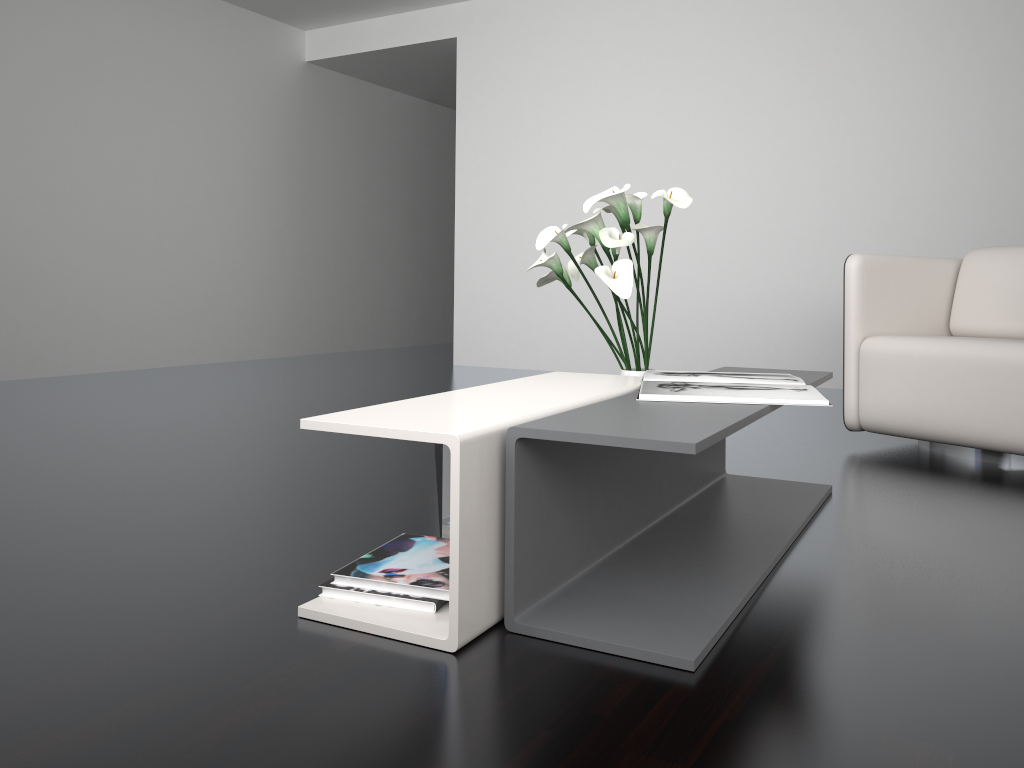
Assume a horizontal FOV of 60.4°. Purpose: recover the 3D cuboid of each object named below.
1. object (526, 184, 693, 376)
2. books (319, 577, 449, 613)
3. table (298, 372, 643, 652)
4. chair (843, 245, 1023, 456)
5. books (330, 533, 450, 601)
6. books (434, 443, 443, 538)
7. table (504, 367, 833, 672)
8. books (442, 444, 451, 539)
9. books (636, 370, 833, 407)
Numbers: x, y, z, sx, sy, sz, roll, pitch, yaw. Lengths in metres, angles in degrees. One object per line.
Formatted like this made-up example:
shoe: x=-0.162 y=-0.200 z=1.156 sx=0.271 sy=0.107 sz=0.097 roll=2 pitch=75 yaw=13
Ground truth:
object: x=0.252 y=-0.122 z=2.323 sx=0.447 sy=0.797 sz=0.378 roll=1 pitch=1 yaw=13
books: x=-0.174 y=0.333 z=1.538 sx=0.213 sy=0.017 sz=0.264 roll=3 pitch=7 yaw=20
table: x=0.018 y=0.178 z=1.764 sx=0.299 sy=0.313 sz=0.972 roll=2 pitch=6 yaw=28
chair: x=1.722 y=-0.153 z=2.970 sx=0.920 sy=0.661 sz=0.770 roll=-2 pitch=4 yaw=-35
books: x=-0.149 y=0.316 z=1.546 sx=0.227 sy=0.017 sz=0.264 roll=3 pitch=7 yaw=20
books: x=-0.046 y=0.193 z=1.711 sx=0.234 sy=0.263 sz=0.050 roll=2 pitch=0 yaw=28
table: x=0.417 y=0.174 z=1.839 sx=0.299 sy=0.313 sz=1.262 roll=2 pitch=6 yaw=28
books: x=-0.043 y=0.187 z=1.677 sx=0.205 sy=0.284 sz=0.007 roll=1 pitch=0 yaw=28
books: x=0.461 y=0.000 z=1.919 sx=0.358 sy=0.017 sz=0.551 roll=2 pitch=6 yaw=10
